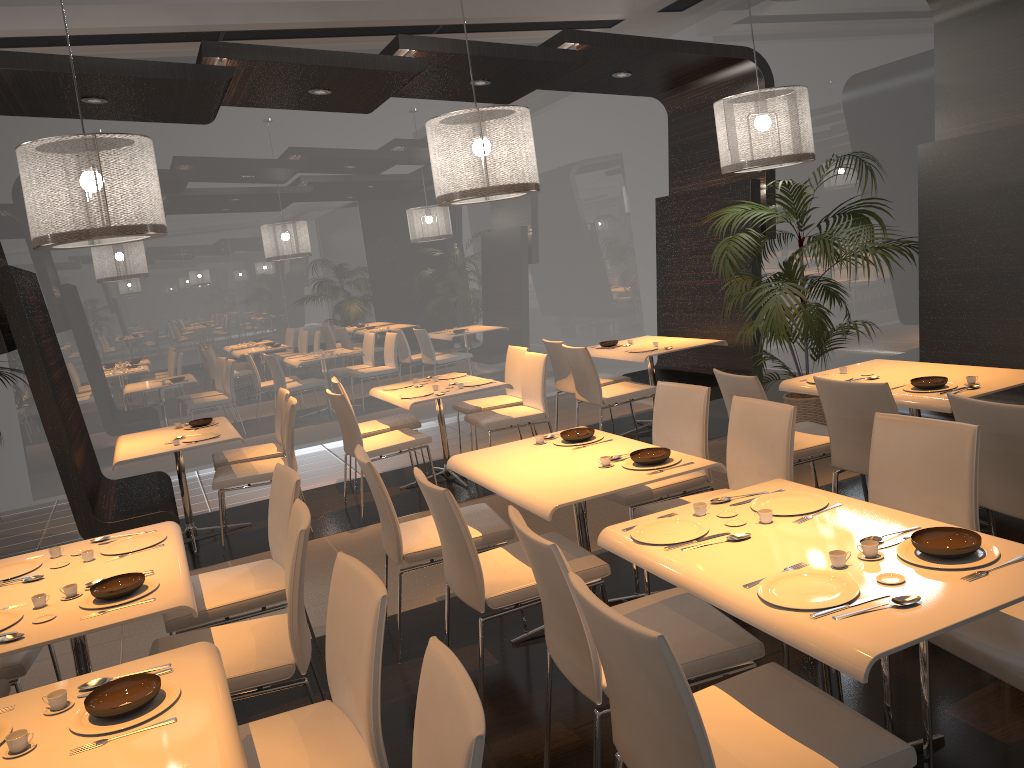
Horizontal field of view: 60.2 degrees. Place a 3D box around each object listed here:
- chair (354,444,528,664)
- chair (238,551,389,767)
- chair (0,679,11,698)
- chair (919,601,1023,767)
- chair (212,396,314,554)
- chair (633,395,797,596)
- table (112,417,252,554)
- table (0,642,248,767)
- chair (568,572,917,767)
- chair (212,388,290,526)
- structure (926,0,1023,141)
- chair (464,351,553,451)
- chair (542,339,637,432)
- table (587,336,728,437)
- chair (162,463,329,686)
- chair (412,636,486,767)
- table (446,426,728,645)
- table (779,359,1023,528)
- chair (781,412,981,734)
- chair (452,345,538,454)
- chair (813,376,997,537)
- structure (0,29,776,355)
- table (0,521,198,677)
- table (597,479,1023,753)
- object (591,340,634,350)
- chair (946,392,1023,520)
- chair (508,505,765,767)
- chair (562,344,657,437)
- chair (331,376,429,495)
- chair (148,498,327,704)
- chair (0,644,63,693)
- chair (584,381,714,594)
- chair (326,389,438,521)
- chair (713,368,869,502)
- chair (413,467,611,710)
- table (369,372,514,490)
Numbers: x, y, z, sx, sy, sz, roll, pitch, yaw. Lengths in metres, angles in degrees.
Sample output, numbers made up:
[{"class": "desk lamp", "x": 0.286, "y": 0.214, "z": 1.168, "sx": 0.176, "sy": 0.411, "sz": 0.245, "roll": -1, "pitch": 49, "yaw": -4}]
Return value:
[{"class": "chair", "x": -0.342, "y": 0.683, "z": 3.999, "sx": 0.607, "sy": 0.865, "sz": 0.485, "roll": -9, "pitch": 5, "yaw": -15}, {"class": "chair", "x": -0.582, "y": 0.977, "z": 2.265, "sx": 0.608, "sy": 0.869, "sz": 0.484, "roll": -10, "pitch": 6, "yaw": -25}, {"class": "chair", "x": -1.890, "y": 1.097, "z": 2.659, "sx": 0.608, "sy": 0.864, "sz": 0.485, "roll": -10, "pitch": 5, "yaw": -20}, {"class": "chair", "x": 1.491, "y": 0.671, "z": 2.390, "sx": 0.607, "sy": 0.869, "sz": 0.485, "roll": -9, "pitch": 5, "yaw": -15}, {"class": "chair", "x": -1.684, "y": 0.582, "z": 5.932, "sx": 0.607, "sy": 0.865, "sz": 0.485, "roll": -9, "pitch": 5, "yaw": -15}, {"class": "chair", "x": 0.898, "y": 0.547, "z": 3.763, "sx": 0.608, "sy": 0.864, "sz": 0.485, "roll": -10, "pitch": 5, "yaw": -20}, {"class": "table", "x": -2.255, "y": 0.716, "z": 6.078, "sx": 0.804, "sy": 0.721, "sz": 1.150, "roll": -11, "pitch": 8, "yaw": -22}, {"class": "table", "x": -0.890, "y": 1.168, "z": 1.765, "sx": 0.804, "sy": 0.721, "sz": 1.150, "roll": -11, "pitch": 8, "yaw": -22}, {"class": "chair", "x": 0.524, "y": 0.854, "z": 2.059, "sx": 0.608, "sy": 0.869, "sz": 0.485, "roll": -10, "pitch": 5, "yaw": -20}, {"class": "chair", "x": -1.892, "y": 0.524, "z": 6.534, "sx": 0.608, "sy": 0.869, "sz": 0.485, "roll": -10, "pitch": 5, "yaw": -20}, {"class": "structure", "x": -1.460, "y": -0.835, "z": 2.302, "sx": 10.714, "sy": 1.726, "sz": 2.909, "roll": -11, "pitch": 8, "yaw": -22}, {"class": "chair", "x": -0.002, "y": 0.240, "z": 6.663, "sx": 0.608, "sy": 0.864, "sz": 0.485, "roll": -10, "pitch": 5, "yaw": -20}, {"class": "chair", "x": 0.655, "y": 0.004, "z": 7.640, "sx": 0.608, "sy": 0.864, "sz": 0.485, "roll": -10, "pitch": 5, "yaw": -20}, {"class": "table", "x": 1.203, "y": 0.022, "z": 7.520, "sx": 0.804, "sy": 0.721, "sz": 1.150, "roll": -11, "pitch": 8, "yaw": -22}, {"class": "chair", "x": -1.130, "y": 0.844, "z": 3.653, "sx": 0.608, "sy": 0.864, "sz": 0.484, "roll": -10, "pitch": 6, "yaw": -25}, {"class": "chair", "x": -0.307, "y": 1.031, "z": 1.630, "sx": 0.607, "sy": 0.865, "sz": 0.485, "roll": -9, "pitch": 5, "yaw": -15}, {"class": "table", "x": 0.430, "y": 0.660, "z": 3.948, "sx": 1.058, "sy": 0.721, "sz": 1.150, "roll": -11, "pitch": 8, "yaw": -22}, {"class": "table", "x": 2.140, "y": 0.318, "z": 4.654, "sx": 0.804, "sy": 0.721, "sz": 1.150, "roll": -11, "pitch": 8, "yaw": -22}, {"class": "chair", "x": 1.285, "y": 0.601, "z": 3.054, "sx": 0.608, "sy": 0.869, "sz": 0.484, "roll": -10, "pitch": 6, "yaw": -25}, {"class": "chair", "x": -0.136, "y": 0.167, "z": 7.296, "sx": 0.608, "sy": 0.869, "sz": 0.485, "roll": -10, "pitch": 5, "yaw": -20}, {"class": "chair", "x": 1.838, "y": 0.356, "z": 4.185, "sx": 0.608, "sy": 0.869, "sz": 0.484, "roll": -10, "pitch": 6, "yaw": -25}, {"class": "structure", "x": -0.811, "y": -1.564, "z": 6.636, "sx": 5.962, "sy": 1.718, "sz": 1.405, "roll": -11, "pitch": 7, "yaw": -22}, {"class": "table", "x": -1.507, "y": 1.051, "z": 3.125, "sx": 0.804, "sy": 0.721, "sz": 1.150, "roll": -11, "pitch": 8, "yaw": -22}, {"class": "table", "x": 0.907, "y": 0.806, "z": 2.525, "sx": 0.804, "sy": 0.721, "sz": 1.150, "roll": -11, "pitch": 8, "yaw": -22}, {"class": "object", "x": 0.885, "y": -0.351, "z": 7.709, "sx": 0.305, "sy": 0.044, "sz": 0.366, "roll": -11, "pitch": 9, "yaw": -23}, {"class": "chair", "x": 2.099, "y": 0.435, "z": 3.394, "sx": 0.607, "sy": 0.865, "sz": 0.485, "roll": -9, "pitch": 5, "yaw": -15}, {"class": "chair", "x": 0.367, "y": 0.786, "z": 2.664, "sx": 0.607, "sy": 0.869, "sz": 0.485, "roll": -9, "pitch": 5, "yaw": -15}, {"class": "chair", "x": 0.789, "y": 0.081, "z": 7.008, "sx": 0.608, "sy": 0.869, "sz": 0.485, "roll": -10, "pitch": 5, "yaw": -20}, {"class": "chair", "x": -1.048, "y": 0.343, "z": 6.946, "sx": 0.607, "sy": 0.865, "sz": 0.485, "roll": -9, "pitch": 5, "yaw": -15}, {"class": "chair", "x": -0.923, "y": 0.916, "z": 2.990, "sx": 0.607, "sy": 0.869, "sz": 0.485, "roll": -9, "pitch": 5, "yaw": -15}, {"class": "chair", "x": -2.059, "y": 1.033, "z": 3.252, "sx": 0.607, "sy": 0.865, "sz": 0.485, "roll": -9, "pitch": 5, "yaw": -15}, {"class": "chair", "x": 0.692, "y": 0.476, "z": 4.428, "sx": 0.608, "sy": 0.864, "sz": 0.484, "roll": -10, "pitch": 6, "yaw": -25}, {"class": "chair", "x": -0.928, "y": 0.431, "z": 6.256, "sx": 0.608, "sy": 0.869, "sz": 0.484, "roll": -10, "pitch": 6, "yaw": -25}, {"class": "chair", "x": 1.484, "y": 0.320, "z": 4.754, "sx": 0.607, "sy": 0.869, "sz": 0.485, "roll": -9, "pitch": 5, "yaw": -15}, {"class": "chair", "x": 0.003, "y": 0.727, "z": 3.401, "sx": 0.608, "sy": 0.869, "sz": 0.485, "roll": -10, "pitch": 5, "yaw": -20}, {"class": "table", "x": -0.530, "y": 0.370, "z": 6.794, "sx": 0.804, "sy": 0.721, "sz": 1.150, "roll": -11, "pitch": 8, "yaw": -22}]
